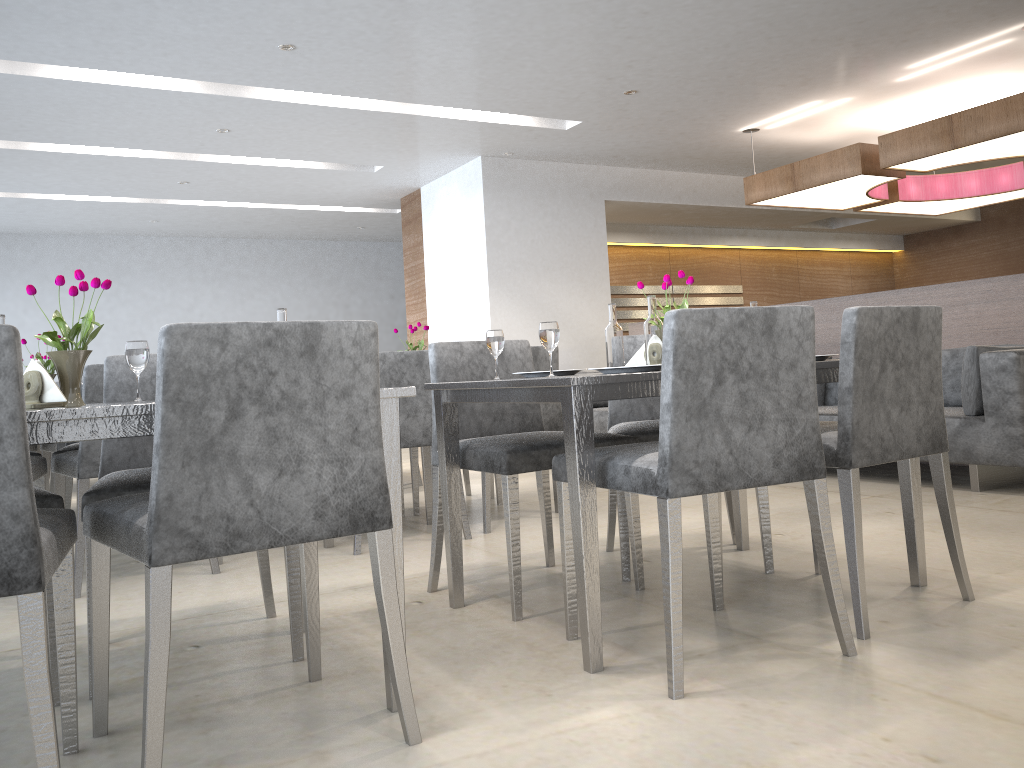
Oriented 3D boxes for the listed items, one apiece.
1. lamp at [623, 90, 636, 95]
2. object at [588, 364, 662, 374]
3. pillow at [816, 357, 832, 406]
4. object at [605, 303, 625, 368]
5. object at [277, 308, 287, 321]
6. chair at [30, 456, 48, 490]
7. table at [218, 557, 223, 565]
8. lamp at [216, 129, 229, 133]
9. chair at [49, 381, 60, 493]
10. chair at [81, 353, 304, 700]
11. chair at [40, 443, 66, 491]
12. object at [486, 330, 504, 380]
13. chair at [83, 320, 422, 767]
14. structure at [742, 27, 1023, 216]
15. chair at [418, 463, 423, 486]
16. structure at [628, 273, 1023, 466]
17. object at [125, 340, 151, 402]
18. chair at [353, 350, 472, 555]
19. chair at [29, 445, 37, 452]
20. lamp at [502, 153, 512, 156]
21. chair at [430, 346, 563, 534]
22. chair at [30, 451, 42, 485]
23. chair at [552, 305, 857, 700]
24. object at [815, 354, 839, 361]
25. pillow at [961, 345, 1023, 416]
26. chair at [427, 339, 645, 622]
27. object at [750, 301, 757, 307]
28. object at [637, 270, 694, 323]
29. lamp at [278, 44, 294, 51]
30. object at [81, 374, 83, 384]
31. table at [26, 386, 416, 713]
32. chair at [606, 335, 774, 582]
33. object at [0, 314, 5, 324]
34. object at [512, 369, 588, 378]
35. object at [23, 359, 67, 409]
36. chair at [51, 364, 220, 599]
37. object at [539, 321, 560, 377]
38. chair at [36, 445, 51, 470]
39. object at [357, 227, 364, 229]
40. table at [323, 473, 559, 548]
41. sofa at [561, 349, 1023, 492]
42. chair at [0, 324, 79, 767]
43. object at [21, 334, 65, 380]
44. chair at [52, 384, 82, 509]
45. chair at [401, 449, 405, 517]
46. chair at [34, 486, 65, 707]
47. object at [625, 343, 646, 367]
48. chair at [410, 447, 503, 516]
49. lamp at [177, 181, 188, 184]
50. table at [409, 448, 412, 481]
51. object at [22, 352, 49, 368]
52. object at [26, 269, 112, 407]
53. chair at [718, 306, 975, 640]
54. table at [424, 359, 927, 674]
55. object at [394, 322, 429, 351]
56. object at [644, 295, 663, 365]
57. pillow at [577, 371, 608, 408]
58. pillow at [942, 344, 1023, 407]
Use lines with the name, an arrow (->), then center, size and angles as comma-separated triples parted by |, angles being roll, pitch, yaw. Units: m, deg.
lamp -> 0.798, -1.976, 5.992 | 0.089, 0.007, 0.089 | -3, 1, 16
object -> 0.298, -0.037, 2.203 | 0.216, 0.015, 0.217 | -3, 1, 41
pillow -> 1.739, -0.012, 5.624 | 0.181, 0.321, 0.635 | -2, -1, -30
object -> 0.296, -0.133, 2.559 | 0.052, 0.202, 0.051 | -4, -4, 13
object -> -0.540, -0.079, 2.088 | 0.052, 0.202, 0.052 | -5, -4, 25
chair -> -1.814, 0.340, 2.913 | 0.477, 0.765, 0.490 | -2, -3, -24
table -> -1.758, 0.394, 3.358 | 1.190, 0.637, 0.774 | -3, -1, -29
lamp -> -2.077, -1.814, 6.337 | 0.089, 0.007, 0.089 | -3, 1, 16
chair -> -2.521, 0.351, 5.269 | 0.477, 0.765, 0.490 | -2, -3, -24
chair -> -0.819, 0.291, 2.239 | 0.477, 0.765, 0.490 | -2, -3, -24
chair -> -2.209, 0.341, 4.692 | 0.477, 0.765, 0.490 | -2, -3, -34
object -> -0.046, -0.083, 2.494 | 0.053, 0.140, 0.053 | -4, -3, 19
chair -> -0.507, 0.280, 1.663 | 0.477, 0.765, 0.490 | -2, -3, -34
structure -> 3.528, -1.848, 6.733 | 2.449, 0.621, 2.433 | -4, 1, -29
chair -> -0.887, 0.255, 5.438 | 0.477, 0.765, 0.490 | -2, -3, -34
structure -> 2.025, -0.044, 5.837 | 0.224, 1.011, 3.759 | -1, -1, -29
object -> -0.862, -0.030, 2.037 | 0.053, 0.140, 0.053 | -4, -3, 19
chair -> -0.491, 0.254, 3.659 | 0.477, 0.765, 0.490 | -2, -3, -24
chair -> -2.640, 0.369, 4.384 | 0.477, 0.765, 0.490 | -2, -3, -24
lamp -> -0.041, -1.946, 7.485 | 0.089, 0.007, 0.089 | -3, 1, 16
chair -> -0.061, 0.225, 3.967 | 0.477, 0.765, 0.490 | -2, -3, -34
chair -> -2.174, 0.353, 3.537 | 0.477, 0.765, 0.490 | -2, -3, -34
chair -> 0.415, 0.222, 2.045 | 0.477, 0.765, 0.490 | -2, -3, -24
object -> 0.808, -0.070, 2.491 | 0.216, 0.015, 0.217 | -3, 1, 41
pillow -> 2.304, -0.027, 4.136 | 0.575, 0.326, 0.150 | -3, -3, -29
chair -> 0.044, 0.236, 2.667 | 0.477, 0.765, 0.490 | -2, -3, -34
object -> 0.781, -0.164, 2.832 | 0.052, 0.202, 0.051 | -4, -4, 13
object -> 0.451, -0.180, 2.501 | 0.155, 0.278, 0.103 | -2, -4, -32
lamp -> -1.238, -1.844, 4.844 | 0.089, 0.007, 0.089 | -3, 1, 16
object -> -1.733, 0.001, 3.588 | 0.053, 0.140, 0.053 | -4, -3, 13
table -> -0.882, 0.363, 1.799 | 1.190, 0.637, 0.774 | -3, -1, -29
chair -> 0.547, 0.203, 2.941 | 0.477, 0.765, 0.490 | -3, -2, 1
object -> -1.071, -0.045, 1.848 | 0.052, 0.202, 0.052 | -5, -4, 25
object -> 0.110, -0.030, 2.538 | 0.216, 0.015, 0.217 | -3, 1, 41
object -> -0.951, -0.001, 1.768 | 0.202, 0.100, 0.070 | -3, -2, 30
chair -> -1.383, 0.311, 3.222 | 0.477, 0.765, 0.490 | -2, -3, -34
object -> 0.097, -0.088, 2.241 | 0.053, 0.140, 0.053 | -4, -3, 19
chair -> -3.044, 0.370, 6.178 | 0.477, 0.765, 0.490 | -2, -3, -34
object -> -1.830, -1.883, 10.671 | 0.089, 0.007, 0.089 | -3, 1, 16
table -> -0.435, 0.308, 4.104 | 1.190, 0.637, 0.774 | -3, -1, -29
sofa -> 1.585, 0.178, 5.563 | 0.836, 0.630, 3.784 | -3, 0, -29
chair -> -0.938, 0.309, 1.354 | 0.477, 0.765, 0.490 | -2, -3, -24
object -> -1.778, -0.062, 3.369 | 0.155, 0.278, 0.103 | -2, -4, -32
chair -> -1.695, 0.322, 3.798 | 0.477, 0.765, 0.490 | -2, -3, -24
chair -> -0.852, 0.267, 4.283 | 0.477, 0.765, 0.490 | -2, -3, -34
chair -> -1.298, 0.322, 1.978 | 0.477, 0.765, 0.490 | -2, -3, -34
object -> 0.402, -0.088, 2.459 | 0.202, 0.100, 0.070 | -3, -2, 30
chair -> -0.373, 0.236, 4.544 | 0.477, 0.765, 0.490 | -2, -3, -24
lamp -> -2.921, -1.784, 7.840 | 0.089, 0.007, 0.089 | -3, 1, 16
table -> -1.261, 0.337, 5.574 | 1.190, 0.637, 0.774 | -3, -1, -29
object -> -2.604, -0.033, 4.839 | 0.155, 0.278, 0.103 | -2, -4, -32
object -> -0.902, -0.093, 1.810 | 0.155, 0.278, 0.103 | -2, -4, -32
chair -> 0.846, 0.193, 2.354 | 0.477, 0.765, 0.490 | -2, -3, -34
table -> 0.471, 0.276, 2.490 | 1.190, 0.637, 0.774 | -3, -1, -29
object -> -0.456, -0.148, 4.114 | 0.155, 0.278, 0.103 | -2, -4, -32
object -> 0.377, -0.135, 2.347 | 0.052, 0.202, 0.051 | -4, -4, 13
pillow -> 0.722, 0.037, 6.936 | 0.560, 0.307, 0.187 | -3, -2, -29
pillow -> 2.344, -0.034, 4.547 | 0.181, 0.321, 0.635 | -2, -1, -30
